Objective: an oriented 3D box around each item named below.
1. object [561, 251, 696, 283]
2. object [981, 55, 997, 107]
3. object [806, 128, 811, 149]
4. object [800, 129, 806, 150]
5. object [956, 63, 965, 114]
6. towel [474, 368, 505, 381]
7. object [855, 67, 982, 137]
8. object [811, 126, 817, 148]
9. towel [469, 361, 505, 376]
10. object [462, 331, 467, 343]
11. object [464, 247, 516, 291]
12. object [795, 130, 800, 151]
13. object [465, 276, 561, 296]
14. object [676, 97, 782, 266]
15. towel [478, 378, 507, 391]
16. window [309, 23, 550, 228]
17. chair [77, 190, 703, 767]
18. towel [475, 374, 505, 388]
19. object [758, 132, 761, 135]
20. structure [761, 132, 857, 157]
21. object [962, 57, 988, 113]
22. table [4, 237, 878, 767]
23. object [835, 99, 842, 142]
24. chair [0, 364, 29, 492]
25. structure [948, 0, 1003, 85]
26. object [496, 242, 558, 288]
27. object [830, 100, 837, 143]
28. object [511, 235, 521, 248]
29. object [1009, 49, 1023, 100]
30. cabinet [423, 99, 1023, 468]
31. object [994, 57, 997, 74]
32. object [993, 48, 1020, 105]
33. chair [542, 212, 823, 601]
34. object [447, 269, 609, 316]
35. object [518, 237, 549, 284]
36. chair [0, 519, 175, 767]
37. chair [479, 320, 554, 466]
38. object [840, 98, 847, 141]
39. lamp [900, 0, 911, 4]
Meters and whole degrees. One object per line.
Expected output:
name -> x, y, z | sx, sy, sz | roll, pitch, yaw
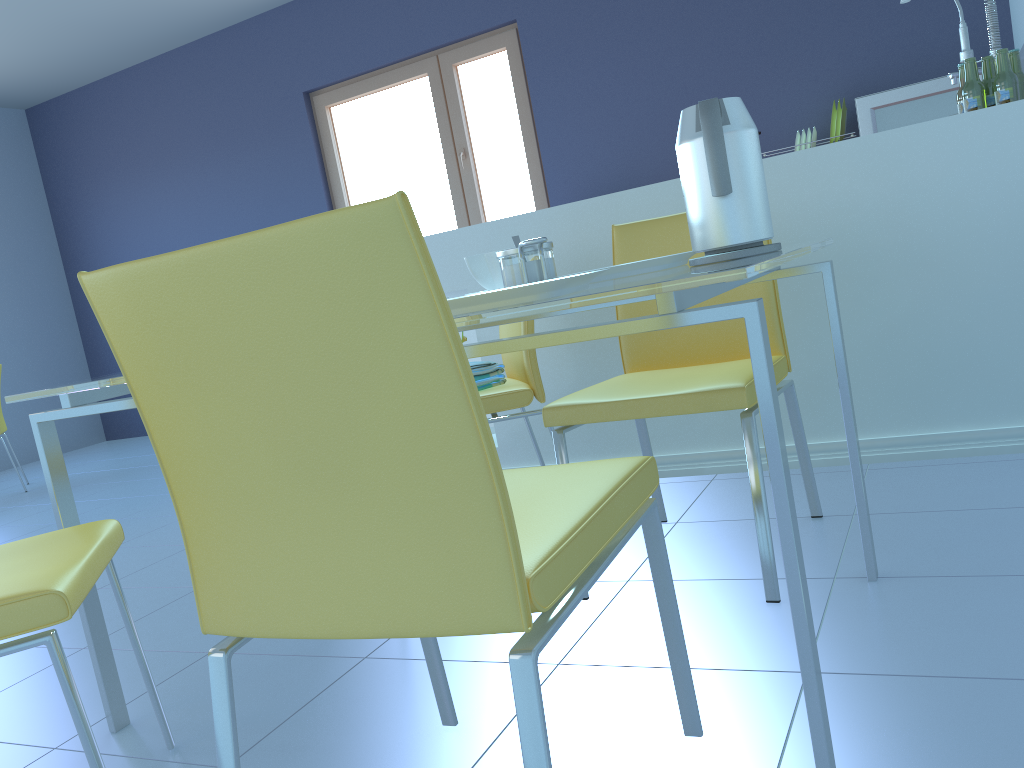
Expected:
object -> 0.210, -0.199, 1.524 | 0.228, 0.020, 0.228 | -7, 8, 29
object -> 1.179, -0.709, 2.179 | 0.052, 0.187, 0.052 | -17, 9, -43
object -> 1.363, -1.109, 4.084 | 0.039, 0.136, 0.140 | -8, 7, 23
object -> 1.341, -1.106, 4.094 | 0.039, 0.136, 0.140 | -8, 7, 23
object -> 1.153, -0.713, 2.240 | 0.052, 0.190, 0.052 | -12, 7, -8
towel -> -0.146, -0.014, 2.183 | 0.195, 0.027, 0.192 | -17, 9, -41
object -> 1.823, -1.104, 3.778 | 0.611, 0.350, 0.367 | -7, 7, 27
object -> 1.385, -1.112, 4.074 | 0.039, 0.136, 0.140 | -8, 7, 23
towel -> -0.146, -0.030, 2.179 | 0.195, 0.033, 0.190 | -16, 8, -36
object -> -0.158, -0.009, 2.784 | 0.067, 0.423, 0.229 | -15, 8, -31
object -> -0.017, -0.195, 1.582 | 0.111, 0.083, 0.091 | -10, 7, 9
object -> 1.319, -1.103, 4.104 | 0.039, 0.136, 0.140 | -8, 7, 23
object -> -0.013, -0.161, 1.572 | 0.194, 0.020, 0.190 | -9, 7, 18
object -> 0.309, -0.293, 1.281 | 0.132, 0.222, 0.146 | -13, 7, -20
towel -> -0.142, 0.015, 2.188 | 0.195, 0.024, 0.201 | -17, 9, -43
window -> -0.482, -1.258, 5.193 | 1.475, 1.263, 0.142 | -7, 7, 27
chair -> -0.086, 0.177, 0.964 | 0.387, 0.695, 0.484 | -8, 7, 25
towel -> -0.145, 0.002, 2.181 | 0.195, 0.024, 0.201 | -16, 8, -37
object -> 0.607, -0.641, 2.472 | 0.170, 0.106, 0.157 | -10, 7, 10
structure -> 1.387, -0.995, 4.095 | 0.408, 0.225, 0.194 | -8, 7, 24
object -> 1.125, -0.696, 2.157 | 0.052, 0.187, 0.052 | -17, 9, -43
table -> -0.075, 0.173, 1.489 | 1.173, 0.590, 0.730 | -7, 7, 27
object -> 1.477, -1.180, 4.022 | 0.053, 0.214, 0.220 | -8, 7, 24
chair -> -2.927, 0.279, 4.759 | 0.484, 0.699, 0.387 | -14, 7, -26
structure -> 1.508, -1.236, 2.933 | 0.178, 0.920, 0.308 | -8, 7, 26
object -> 0.025, -0.178, 1.379 | 0.090, 0.071, 0.087 | -12, 7, -7
object -> 1.459, -1.177, 4.030 | 0.053, 0.214, 0.220 | -8, 7, 24
object -> 0.018, -0.198, 1.408 | 0.023, 0.079, 0.077 | -12, 7, -7
object -> 1.238, -0.721, 2.173 | 0.052, 0.190, 0.052 | -12, 7, -8
cabinet -> 0.875, -0.339, 3.400 | 2.139, 0.800, 2.200 | -7, 7, 27
object -> 1.217, -0.725, 2.241 | 0.052, 0.190, 0.052 | -12, 7, -8
object -> 1.178, -0.701, 2.112 | 0.052, 0.187, 0.052 | -17, 9, -43
chair -> 0.337, 0.003, 1.765 | 0.387, 0.695, 0.484 | -7, 8, 30
object -> 0.006, -0.113, 1.126 | 0.228, 0.020, 0.228 | -8, 7, 24
object -> 0.019, -0.174, 1.358 | 0.123, 0.081, 0.166 | -9, 7, 19
chair -> -0.776, 0.291, 1.122 | 0.484, 0.695, 0.387 | -12, 7, -14
chair -> -0.121, 0.040, 2.199 | 0.484, 0.695, 0.387 | -12, 7, -9
object -> 1.496, -1.182, 4.013 | 0.053, 0.214, 0.220 | -8, 7, 24
lamp -> 1.623, -1.520, 3.237 | 0.400, 0.134, 0.037 | -7, 7, 27
